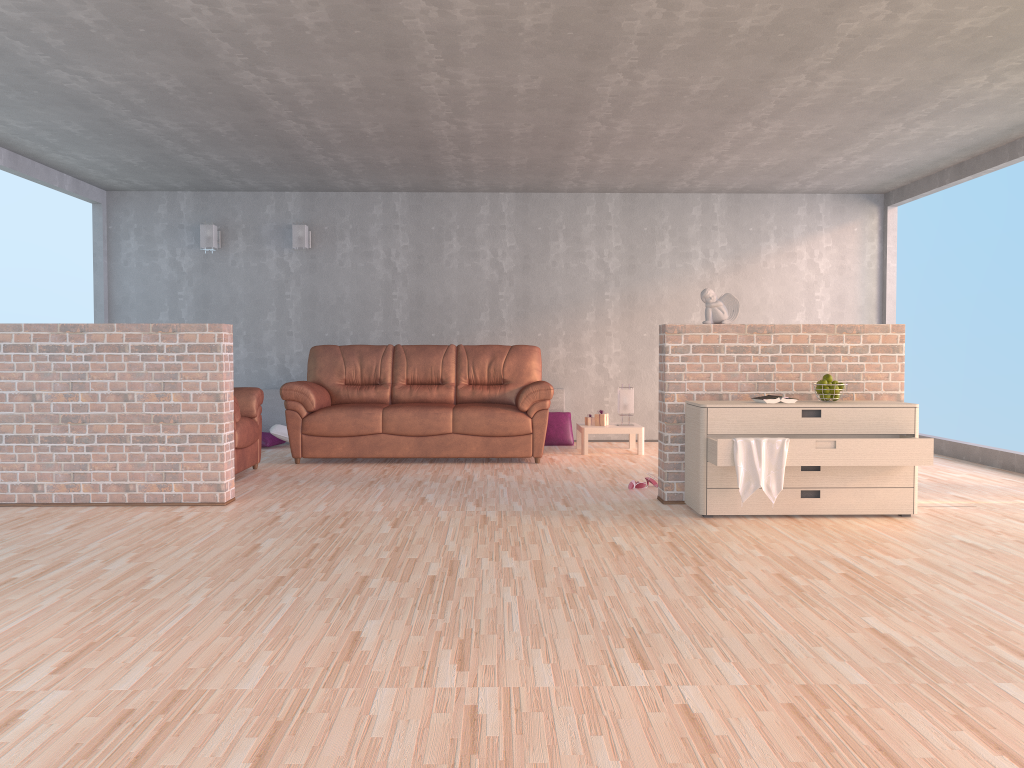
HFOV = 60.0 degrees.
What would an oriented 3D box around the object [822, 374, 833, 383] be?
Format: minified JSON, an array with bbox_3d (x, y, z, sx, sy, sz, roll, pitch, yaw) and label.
[{"bbox_3d":[1.775,-0.029,4.986,0.054,0.056,0.054,0,2,-1],"label":"object"}]

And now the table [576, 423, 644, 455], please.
[{"bbox_3d":[0.877,0.490,8.000,0.548,0.241,0.548,0,2,-1],"label":"table"}]

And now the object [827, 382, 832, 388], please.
[{"bbox_3d":[1.769,0.008,4.958,0.039,0.038,0.039,1,2,28],"label":"object"}]

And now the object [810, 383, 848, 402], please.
[{"bbox_3d":[1.781,0.050,4.982,0.202,0.104,0.202,0,2,-8],"label":"object"}]

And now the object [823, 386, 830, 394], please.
[{"bbox_3d":[1.749,0.033,4.933,0.038,0.040,0.039,0,2,7],"label":"object"}]

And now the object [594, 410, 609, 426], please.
[{"bbox_3d":[0.800,0.300,7.920,0.099,0.147,0.102,1,2,27],"label":"object"}]

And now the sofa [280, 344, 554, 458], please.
[{"bbox_3d":[-0.765,0.120,7.528,2.202,0.923,0.981,0,2,-1],"label":"sofa"}]

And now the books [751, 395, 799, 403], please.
[{"bbox_3d":[1.456,0.084,4.916,0.209,0.040,0.146,0,2,-11],"label":"books"}]

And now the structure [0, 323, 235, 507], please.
[{"bbox_3d":[-2.376,0.177,5.219,1.422,1.057,0.211,0,2,-1],"label":"structure"}]

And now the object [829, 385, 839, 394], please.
[{"bbox_3d":[1.791,0.032,4.933,0.057,0.057,0.057,1,2,32],"label":"object"}]

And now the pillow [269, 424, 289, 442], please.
[{"bbox_3d":[-2.121,0.483,8.419,0.357,0.205,0.388,-1,2,-15],"label":"pillow"}]

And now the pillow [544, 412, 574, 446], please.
[{"bbox_3d":[0.424,0.436,8.572,0.327,0.326,0.241,0,2,-7],"label":"pillow"}]

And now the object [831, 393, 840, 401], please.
[{"bbox_3d":[1.810,0.072,4.968,0.046,0.048,0.048,0,2,-13],"label":"object"}]

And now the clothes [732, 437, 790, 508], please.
[{"bbox_3d":[1.278,0.458,4.552,0.325,0.369,0.097,0,2,0],"label":"clothes"}]

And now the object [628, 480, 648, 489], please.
[{"bbox_3d":[0.820,0.656,5.785,0.078,0.066,0.192,1,2,35],"label":"object"}]

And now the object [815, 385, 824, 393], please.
[{"bbox_3d":[1.724,0.029,4.968,0.046,0.044,0.046,0,2,-5],"label":"object"}]

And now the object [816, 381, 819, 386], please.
[{"bbox_3d":[1.744,0.006,5.007,0.049,0.053,0.054,1,2,29],"label":"object"}]

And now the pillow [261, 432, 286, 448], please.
[{"bbox_3d":[-2.374,0.524,8.390,0.392,0.130,0.365,1,2,19],"label":"pillow"}]

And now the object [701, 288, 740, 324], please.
[{"bbox_3d":[1.228,-0.461,5.267,0.216,0.218,0.131,0,2,-2],"label":"object"}]

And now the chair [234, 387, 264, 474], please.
[{"bbox_3d":[-2.354,0.182,6.389,0.936,0.879,0.970,0,2,-2],"label":"chair"}]

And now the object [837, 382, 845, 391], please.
[{"bbox_3d":[1.832,0.014,4.944,0.047,0.047,0.046,1,2,36],"label":"object"}]

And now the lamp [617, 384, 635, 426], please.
[{"bbox_3d":[1.019,0.188,7.953,0.140,0.376,0.140,0,2,-1],"label":"lamp"}]

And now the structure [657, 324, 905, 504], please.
[{"bbox_3d":[1.596,0.174,5.301,1.422,1.057,0.211,0,2,-1],"label":"structure"}]

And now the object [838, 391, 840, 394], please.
[{"bbox_3d":[1.826,0.034,5.005,0.053,0.054,0.053,1,2,34],"label":"object"}]

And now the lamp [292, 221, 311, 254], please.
[{"bbox_3d":[-2.056,-1.427,8.638,0.165,0.319,0.177,0,2,-1],"label":"lamp"}]

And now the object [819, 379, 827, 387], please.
[{"bbox_3d":[1.734,-0.004,4.943,0.046,0.045,0.046,0,2,-2],"label":"object"}]

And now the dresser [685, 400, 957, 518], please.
[{"bbox_3d":[1.850,0.412,4.851,1.686,0.612,0.605,0,2,-1],"label":"dresser"}]

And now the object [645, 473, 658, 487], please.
[{"bbox_3d":[0.963,0.642,5.898,0.188,0.085,0.069,2,3,38],"label":"object"}]

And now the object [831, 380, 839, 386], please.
[{"bbox_3d":[1.814,0.001,4.982,0.043,0.043,0.039,-1,2,-16],"label":"object"}]

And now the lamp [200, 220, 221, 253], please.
[{"bbox_3d":[-2.939,-1.427,8.615,0.165,0.319,0.168,0,2,-1],"label":"lamp"}]

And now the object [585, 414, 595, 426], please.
[{"bbox_3d":[0.730,0.321,7.992,0.152,0.105,0.080,-1,2,-33],"label":"object"}]

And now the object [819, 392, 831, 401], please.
[{"bbox_3d":[1.754,0.066,4.971,0.060,0.055,0.059,2,3,44],"label":"object"}]
